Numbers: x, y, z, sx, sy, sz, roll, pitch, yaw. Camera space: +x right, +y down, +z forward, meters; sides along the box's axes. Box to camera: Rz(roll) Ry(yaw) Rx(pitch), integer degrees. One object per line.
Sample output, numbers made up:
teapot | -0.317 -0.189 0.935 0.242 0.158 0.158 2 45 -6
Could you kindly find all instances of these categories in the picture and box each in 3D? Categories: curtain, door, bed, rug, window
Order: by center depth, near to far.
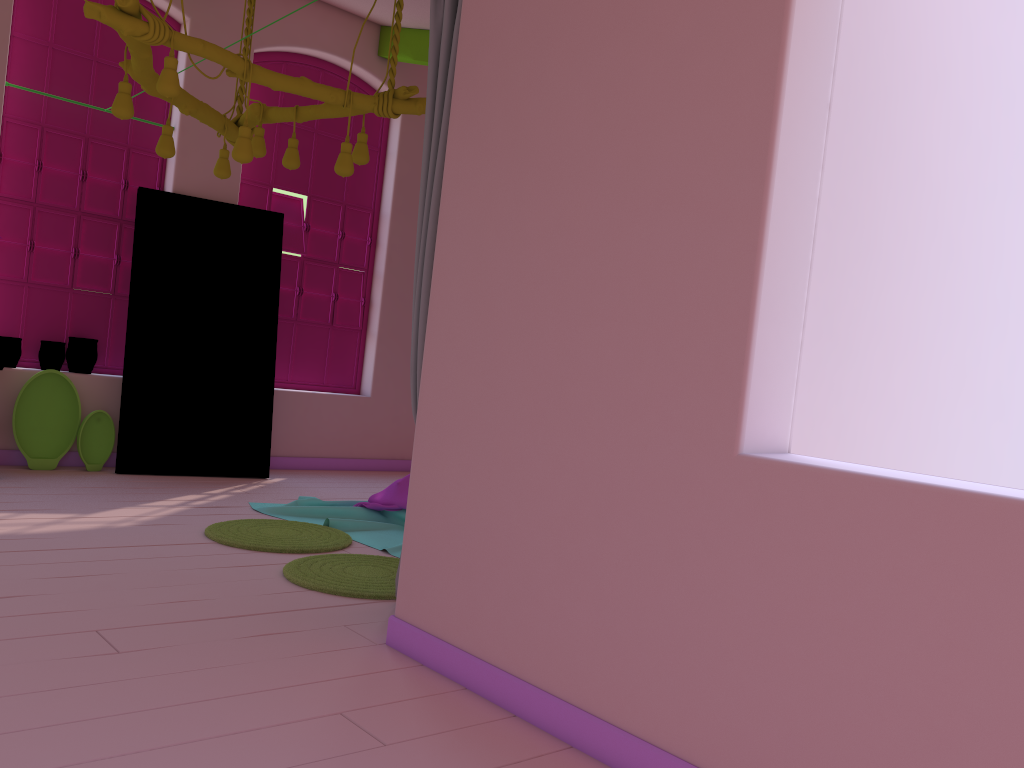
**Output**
curtain | -0.221 -0.396 3.606 0.518 2.786 0.525 7 1 29
rug | -0.703 0.933 4.332 0.793 0.021 0.792 6 1 -14
rug | -1.317 0.857 5.033 0.792 0.021 0.793 7 1 31
bed | 0.430 0.804 6.108 3.578 0.514 2.800 6 1 -42
window | -3.292 -1.601 6.815 1.275 3.048 0.072 5 2 -41
door | -2.449 -0.382 7.064 1.154 2.211 0.449 6 1 -31
window | -1.879 -1.444 8.089 1.514 3.010 0.214 6 2 -41

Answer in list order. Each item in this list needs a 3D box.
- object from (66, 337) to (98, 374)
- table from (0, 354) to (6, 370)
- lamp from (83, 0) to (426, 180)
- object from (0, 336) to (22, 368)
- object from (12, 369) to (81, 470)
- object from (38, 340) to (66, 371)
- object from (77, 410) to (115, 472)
object | -3.307 -0.219 6.817 0.223 0.272 0.223 7 1 36
table | -4.362 0.111 5.334 2.194 0.821 0.655 6 1 -41
lamp | -1.443 -2.225 4.566 1.609 2.265 1.776 7 1 30
object | -3.686 -0.234 6.478 0.182 0.223 0.182 7 1 26
object | -3.423 0.252 6.480 0.451 0.734 0.217 6 1 -41
object | -3.464 -0.211 6.676 0.182 0.223 0.182 7 1 31
object | -3.146 0.416 6.645 0.137 0.463 0.284 7 1 34
